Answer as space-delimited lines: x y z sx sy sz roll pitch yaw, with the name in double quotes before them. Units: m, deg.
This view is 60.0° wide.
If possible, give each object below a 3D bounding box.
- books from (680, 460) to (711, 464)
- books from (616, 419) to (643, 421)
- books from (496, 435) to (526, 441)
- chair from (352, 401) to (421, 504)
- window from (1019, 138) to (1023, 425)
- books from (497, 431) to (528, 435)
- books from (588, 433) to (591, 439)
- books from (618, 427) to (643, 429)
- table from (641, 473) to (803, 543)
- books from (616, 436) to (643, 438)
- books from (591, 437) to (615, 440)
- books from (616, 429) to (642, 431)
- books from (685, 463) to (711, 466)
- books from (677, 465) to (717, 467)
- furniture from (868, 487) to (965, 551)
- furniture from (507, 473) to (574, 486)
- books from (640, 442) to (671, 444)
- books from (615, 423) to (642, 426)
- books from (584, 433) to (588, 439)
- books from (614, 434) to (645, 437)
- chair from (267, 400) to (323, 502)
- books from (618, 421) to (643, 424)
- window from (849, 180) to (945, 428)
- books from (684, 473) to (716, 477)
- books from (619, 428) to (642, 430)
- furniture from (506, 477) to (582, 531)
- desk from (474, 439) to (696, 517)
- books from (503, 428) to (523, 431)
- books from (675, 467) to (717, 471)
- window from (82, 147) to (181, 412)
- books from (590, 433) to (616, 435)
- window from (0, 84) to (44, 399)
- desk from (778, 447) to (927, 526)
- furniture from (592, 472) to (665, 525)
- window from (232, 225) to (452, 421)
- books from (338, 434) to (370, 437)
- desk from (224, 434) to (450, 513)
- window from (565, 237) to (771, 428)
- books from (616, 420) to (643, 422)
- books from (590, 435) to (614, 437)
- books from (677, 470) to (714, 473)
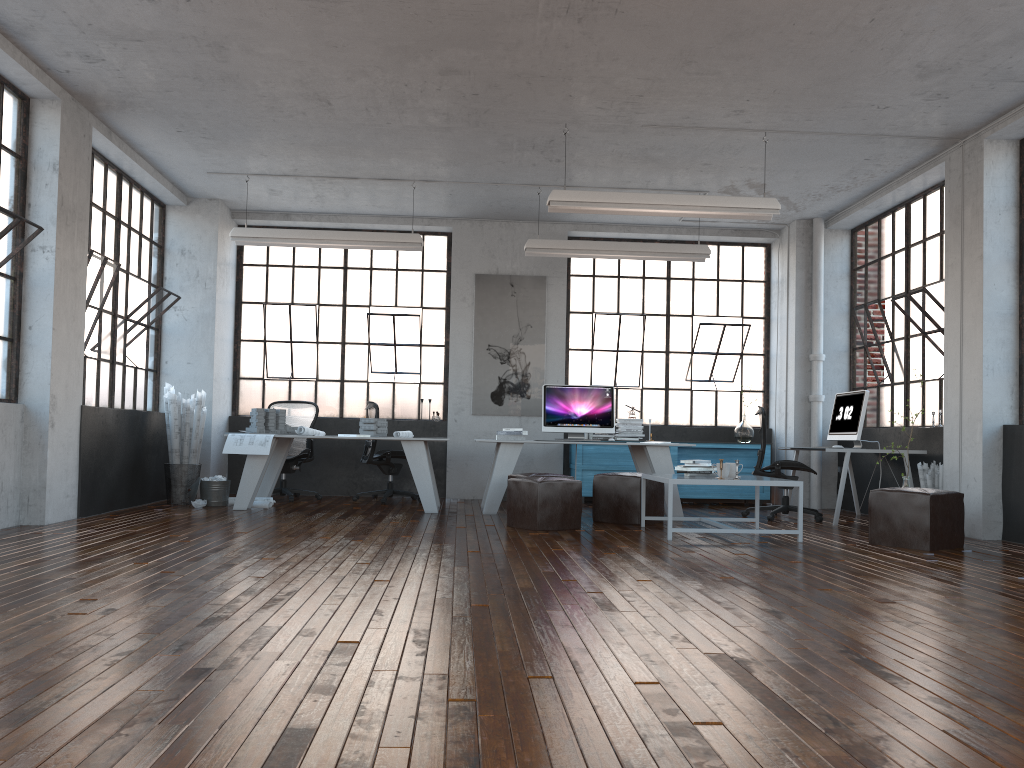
"books" 1.463 0.619 7.065 0.202 0.026 0.141 4 -4 -33
"books" 1.375 0.418 10.388 0.288 0.016 0.183 1 -3 -3
"books" -0.013 0.517 8.523 0.271 0.050 0.200 1 -3 -3
"chair" -1.341 0.741 9.723 0.793 1.084 0.771 3 -3 -34
"window" 4.115 -0.873 5.739 0.670 2.388 2.593 1 -3 -3
"books" 0.004 0.469 8.502 0.257 0.044 0.193 0 -4 17
"books" 0.904 0.526 10.367 0.053 0.240 0.173 1 -2 -3
"books" 1.391 0.516 10.401 0.263 0.017 0.168 1 -3 -3
"table" 1.600 0.950 6.924 0.991 0.444 0.973 1 -3 -3
"books" 1.372 0.621 10.384 0.285 0.012 0.159 1 -4 -3
"books" 1.039 0.623 10.154 0.258 0.032 0.191 1 -3 -1
"books" 1.373 0.543 10.396 0.285 0.012 0.159 1 -4 -3
"books" 1.484 0.642 7.063 0.185 0.026 0.125 -1 -4 27
"books" 1.481 0.660 7.094 0.275 0.014 0.200 1 -4 -3
"furniture" 2.931 0.983 6.432 0.504 0.460 0.503 3 -3 -36
"furniture" 0.246 0.998 7.757 0.480 0.439 0.480 3 -3 -25
"books" 1.382 0.564 8.523 0.205 0.019 0.244 -1 -4 37
"books" 1.359 0.478 10.413 0.296 0.028 0.180 1 -3 -3
"books" 0.862 0.526 10.376 0.032 0.239 0.173 1 -2 -3
"books" 1.375 0.602 10.395 0.331 0.025 0.176 1 -3 -3
"chair" -2.428 0.709 9.594 0.770 1.084 0.793 2 -3 -9
"books" 1.381 0.454 10.399 0.273 0.021 0.174 1 -3 -3
"window" 3.936 -0.689 8.811 0.670 2.388 2.593 1 -3 -3
"books" 1.502 0.724 7.084 0.218 0.028 0.171 1 -3 -3
"books" 1.385 0.530 10.391 0.254 0.012 0.161 1 -4 -3
"furniture" 0.259 0.965 7.143 0.471 0.430 0.471 3 -3 -35
"desk" 0.663 0.923 8.826 2.077 0.703 1.076 1 -3 -3
"books" 0.005 0.439 8.518 0.185 0.030 0.153 1 -3 -3
"books" 1.471 0.678 7.095 0.272 0.031 0.200 3 -4 -28
"window" -3.754 -0.883 8.375 0.670 2.388 2.593 1 -3 -3
"books" 1.040 0.573 10.158 0.258 0.023 0.212 1 -3 -3
"window" -3.575 -1.066 5.303 0.670 2.257 2.459 1 -3 -3
"desk" 3.231 0.969 8.562 0.933 0.687 1.228 1 -3 -3
"furniture" 1.027 1.007 7.804 0.503 0.460 0.504 -1 -3 35
"window" -2.004 -0.710 10.568 2.590 2.388 0.670 1 -2 -3
"books" -1.504 0.494 8.460 0.235 0.024 0.200 -1 -4 33
"desk" -1.653 0.861 8.693 2.056 0.696 1.066 1 -3 -3
"window" 1.896 -0.612 10.791 2.590 2.388 0.670 1 -2 -3
"books" 1.380 0.435 10.399 0.288 0.016 0.183 1 -4 -3
"books" 1.032 0.595 10.148 0.242 0.023 0.191 2 -3 -5
"books" 1.469 0.701 7.096 0.274 0.025 0.210 0 -4 17
